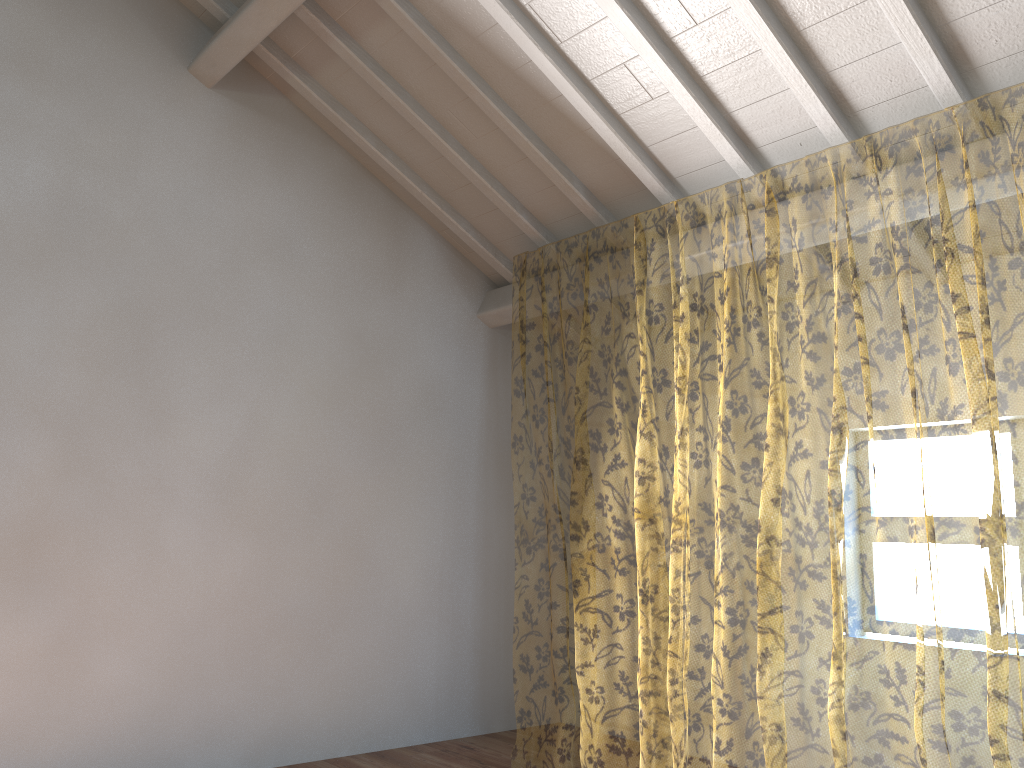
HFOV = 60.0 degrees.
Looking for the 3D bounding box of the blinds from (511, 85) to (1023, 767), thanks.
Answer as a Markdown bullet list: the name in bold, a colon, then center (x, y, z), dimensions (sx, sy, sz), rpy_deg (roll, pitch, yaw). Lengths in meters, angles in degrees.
- **blinds**: center (1.122, 0.382, 3.211), dimensions (0.306, 2.546, 3.505), rpy_deg (9, -13, -39)
